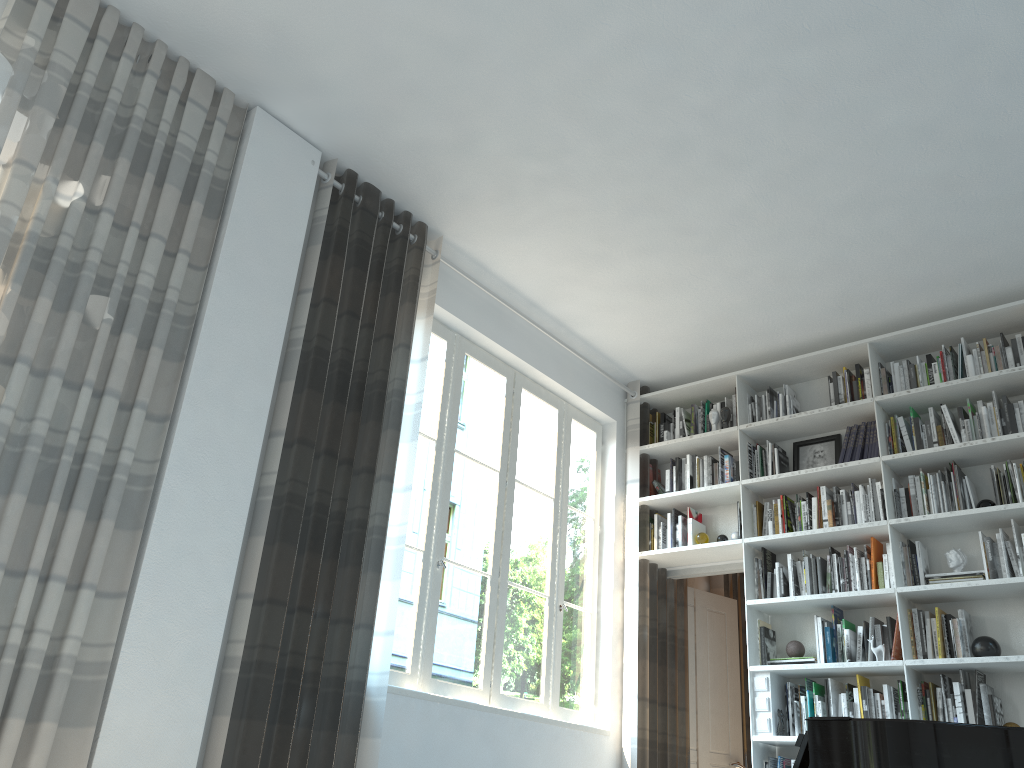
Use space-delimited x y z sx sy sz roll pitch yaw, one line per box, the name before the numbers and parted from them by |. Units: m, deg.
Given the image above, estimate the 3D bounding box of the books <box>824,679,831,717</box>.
books | 1.738 1.761 4.781 0.019 0.299 0.180 -16 -32 36

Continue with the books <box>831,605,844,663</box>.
books | 1.823 1.414 4.930 0.011 0.334 0.154 -16 -32 36

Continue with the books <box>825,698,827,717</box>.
books | 1.736 1.811 4.805 0.016 0.229 0.136 -16 -32 36

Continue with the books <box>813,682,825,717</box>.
books | 1.682 1.782 4.817 0.007 0.285 0.183 -16 -32 36

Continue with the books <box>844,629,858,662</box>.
books | 1.863 1.449 4.828 0.029 0.189 0.189 -16 -32 36

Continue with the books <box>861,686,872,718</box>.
books | 1.890 1.736 4.660 0.028 0.259 0.181 -16 -32 36

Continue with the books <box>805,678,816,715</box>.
books | 1.651 1.787 4.867 0.007 0.313 0.146 -16 -32 36

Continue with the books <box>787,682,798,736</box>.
books | 1.578 1.820 4.921 0.014 0.293 0.172 -16 -32 36

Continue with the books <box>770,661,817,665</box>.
books | 1.613 1.592 5.016 0.254 0.012 0.161 -14 -31 33

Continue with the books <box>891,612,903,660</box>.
books | 2.062 1.345 4.681 0.082 0.275 0.229 -16 -32 36

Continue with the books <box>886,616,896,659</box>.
books | 2.046 1.383 4.733 0.021 0.250 0.154 -16 -32 36

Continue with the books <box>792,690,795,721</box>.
books | 1.596 1.835 4.908 0.022 0.256 0.142 -16 -32 36

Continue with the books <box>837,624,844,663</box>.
books | 1.839 1.459 4.900 0.031 0.230 0.148 -16 -32 36

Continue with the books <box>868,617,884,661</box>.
books | 1.966 1.401 4.788 0.060 0.254 0.159 -16 -32 36

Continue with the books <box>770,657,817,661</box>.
books | 1.618 1.571 5.029 0.254 0.012 0.161 -17 -33 37

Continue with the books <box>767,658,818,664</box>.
books | 1.612 1.580 5.019 0.285 0.012 0.160 -19 -34 39

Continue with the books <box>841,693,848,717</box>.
books | 1.806 1.780 4.728 0.027 0.229 0.159 -16 -32 36

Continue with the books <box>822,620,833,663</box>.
books | 1.778 1.460 4.940 0.031 0.254 0.143 -16 -32 36

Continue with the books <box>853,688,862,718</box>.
books | 1.861 1.753 4.693 0.026 0.253 0.177 -16 -32 36

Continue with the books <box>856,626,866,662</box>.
books | 1.918 1.441 4.831 0.056 0.213 0.143 -16 -32 36

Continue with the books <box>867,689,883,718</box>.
books | 1.914 1.737 4.644 0.028 0.248 0.159 -16 -32 36

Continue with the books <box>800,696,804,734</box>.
books | 1.630 1.838 4.863 0.015 0.217 0.177 -16 -32 36

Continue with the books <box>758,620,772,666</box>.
books | 1.482 1.535 5.176 0.012 0.283 0.160 -16 -32 36

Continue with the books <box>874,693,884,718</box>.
books | 1.943 1.745 4.634 0.025 0.228 0.153 -16 -32 36

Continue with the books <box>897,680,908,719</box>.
books | 2.033 1.683 4.557 0.014 0.285 0.180 -16 -32 36

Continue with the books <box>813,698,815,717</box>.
books | 1.683 1.832 4.836 0.016 0.210 0.146 -16 -32 36

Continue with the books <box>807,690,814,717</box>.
books | 1.655 1.808 4.828 0.009 0.243 0.185 -16 -32 36

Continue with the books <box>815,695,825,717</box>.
books | 1.692 1.812 4.801 0.015 0.218 0.190 -16 -32 36

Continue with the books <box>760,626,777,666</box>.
books | 1.490 1.546 5.149 0.028 0.242 0.157 -16 -32 36

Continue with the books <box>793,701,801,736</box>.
books | 1.593 1.846 4.853 0.019 0.188 0.194 -16 -32 36

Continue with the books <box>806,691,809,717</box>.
books | 1.655 1.817 4.844 0.014 0.242 0.171 -16 -32 36

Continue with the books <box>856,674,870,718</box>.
books | 1.878 1.717 4.693 0.021 0.321 0.172 -16 -32 36

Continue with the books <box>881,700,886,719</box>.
books | 1.963 1.757 4.615 0.023 0.193 0.140 -16 -32 36

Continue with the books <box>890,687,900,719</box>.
books | 2.002 1.715 4.597 0.013 0.259 0.143 -16 -32 36

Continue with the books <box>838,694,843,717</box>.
books | 1.788 1.794 4.761 0.045 0.229 0.138 -16 -32 36

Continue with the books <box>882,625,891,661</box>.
books | 2.024 1.406 4.737 0.027 0.208 0.144 -16 -32 36

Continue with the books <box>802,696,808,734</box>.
books | 1.633 1.830 4.846 0.015 0.216 0.180 -16 -32 36

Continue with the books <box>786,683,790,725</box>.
books | 1.570 1.828 4.934 0.017 0.288 0.153 -16 -32 36

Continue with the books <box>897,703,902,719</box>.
books | 2.020 1.744 4.565 0.041 0.180 0.142 -16 -32 36

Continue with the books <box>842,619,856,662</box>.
books | 1.858 1.431 4.862 0.011 0.249 0.172 -16 -32 36

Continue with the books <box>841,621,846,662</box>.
books | 1.856 1.443 4.884 0.022 0.247 0.129 -16 -32 36

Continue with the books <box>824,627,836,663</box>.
books | 1.782 1.463 4.892 0.029 0.207 0.190 -16 -32 36

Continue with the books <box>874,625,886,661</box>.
books | 1.995 1.410 4.746 0.030 0.206 0.173 -16 -32 36

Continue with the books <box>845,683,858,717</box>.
books | 1.823 1.751 4.726 0.014 0.280 0.150 -16 -32 36

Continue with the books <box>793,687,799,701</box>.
books | 1.596 1.822 4.888 0.007 0.263 0.177 -16 -32 36

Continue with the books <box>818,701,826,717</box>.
books | 1.701 1.820 4.782 0.016 0.188 0.184 -16 -32 36

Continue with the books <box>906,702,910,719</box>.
books | 2.064 1.736 4.548 0.023 0.186 0.130 -16 -32 36

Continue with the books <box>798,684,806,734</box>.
books | 1.619 1.810 4.879 0.008 0.278 0.165 -16 -32 36

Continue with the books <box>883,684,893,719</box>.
books | 1.977 1.709 4.595 0.021 0.264 0.186 -16 -32 36

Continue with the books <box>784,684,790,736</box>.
books | 1.562 1.833 4.941 0.008 0.283 0.160 -16 -32 36

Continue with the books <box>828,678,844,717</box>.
books | 1.757 1.759 4.781 0.012 0.305 0.190 -16 -32 36

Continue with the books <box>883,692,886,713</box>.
books | 1.975 1.728 4.613 0.010 0.245 0.160 -16 -32 36

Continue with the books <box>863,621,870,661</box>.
books | 1.946 1.421 4.817 0.013 0.240 0.142 -16 -32 36

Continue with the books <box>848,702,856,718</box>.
books | 1.830 1.788 4.686 0.029 0.180 0.190 -16 -32 36
